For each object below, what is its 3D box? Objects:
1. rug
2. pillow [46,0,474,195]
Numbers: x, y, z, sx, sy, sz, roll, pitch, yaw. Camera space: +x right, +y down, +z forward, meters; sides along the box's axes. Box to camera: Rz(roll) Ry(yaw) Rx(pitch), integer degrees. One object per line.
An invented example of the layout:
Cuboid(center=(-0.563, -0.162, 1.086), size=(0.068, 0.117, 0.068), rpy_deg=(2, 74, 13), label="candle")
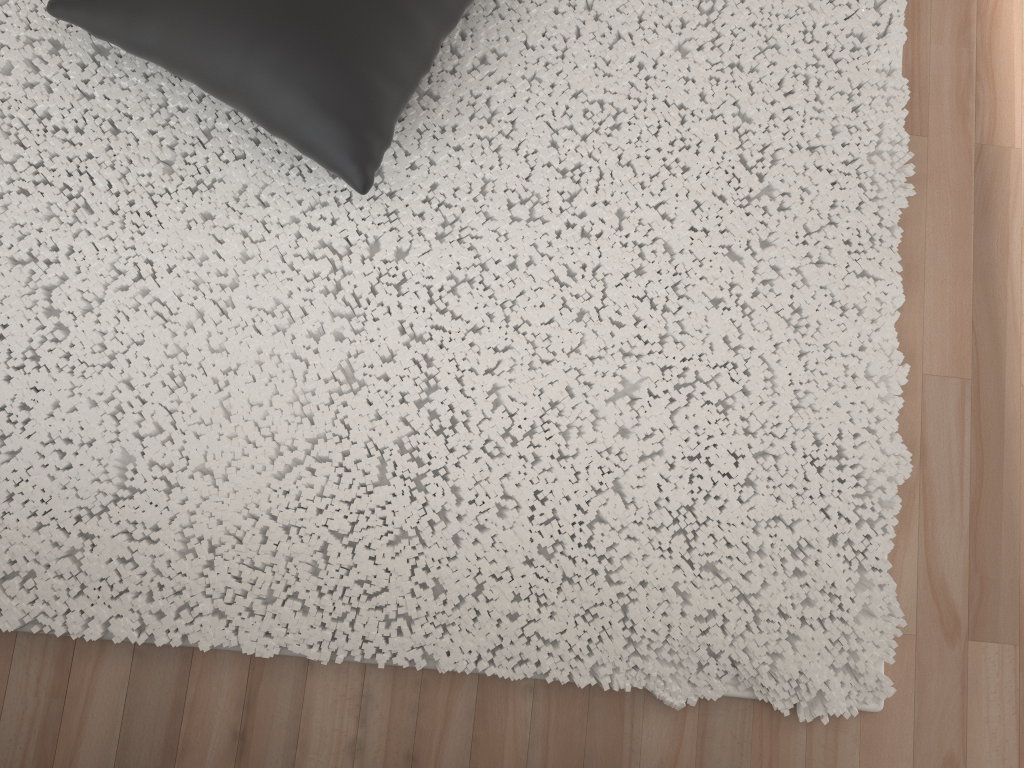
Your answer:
Cuboid(center=(-0.324, -0.301, 1.421), size=(2.022, 0.045, 1.479), rpy_deg=(6, 80, -3), label="rug")
Cuboid(center=(-0.315, -0.683, 1.387), size=(0.582, 0.206, 0.620), rpy_deg=(32, 80, 1), label="pillow")
